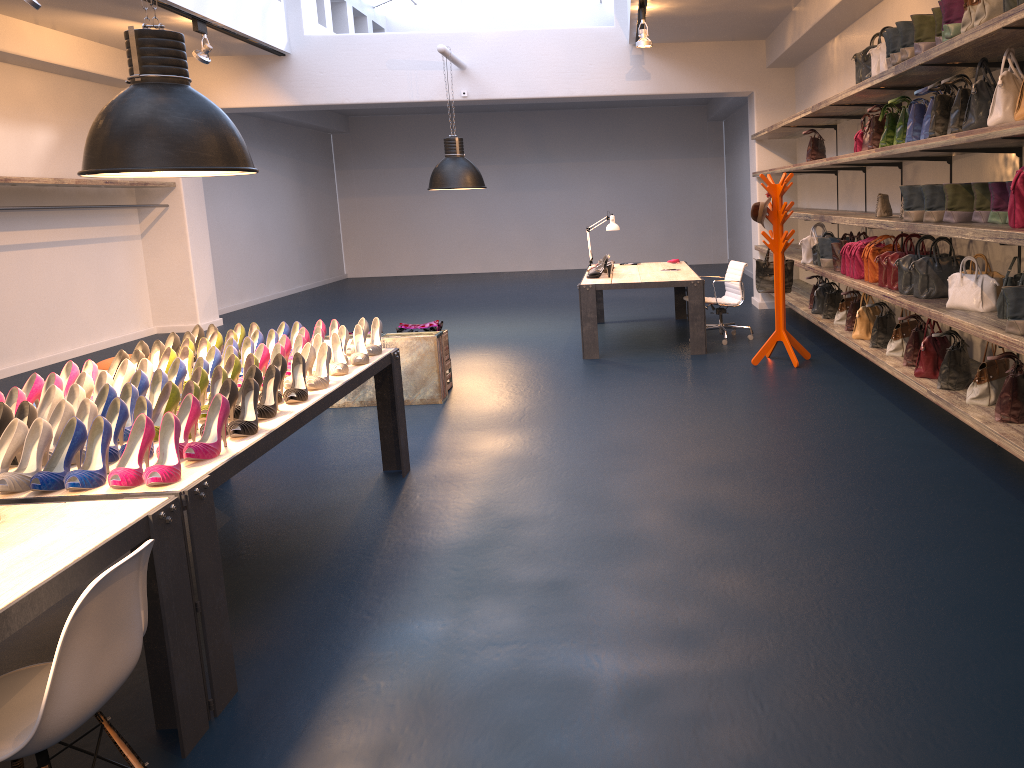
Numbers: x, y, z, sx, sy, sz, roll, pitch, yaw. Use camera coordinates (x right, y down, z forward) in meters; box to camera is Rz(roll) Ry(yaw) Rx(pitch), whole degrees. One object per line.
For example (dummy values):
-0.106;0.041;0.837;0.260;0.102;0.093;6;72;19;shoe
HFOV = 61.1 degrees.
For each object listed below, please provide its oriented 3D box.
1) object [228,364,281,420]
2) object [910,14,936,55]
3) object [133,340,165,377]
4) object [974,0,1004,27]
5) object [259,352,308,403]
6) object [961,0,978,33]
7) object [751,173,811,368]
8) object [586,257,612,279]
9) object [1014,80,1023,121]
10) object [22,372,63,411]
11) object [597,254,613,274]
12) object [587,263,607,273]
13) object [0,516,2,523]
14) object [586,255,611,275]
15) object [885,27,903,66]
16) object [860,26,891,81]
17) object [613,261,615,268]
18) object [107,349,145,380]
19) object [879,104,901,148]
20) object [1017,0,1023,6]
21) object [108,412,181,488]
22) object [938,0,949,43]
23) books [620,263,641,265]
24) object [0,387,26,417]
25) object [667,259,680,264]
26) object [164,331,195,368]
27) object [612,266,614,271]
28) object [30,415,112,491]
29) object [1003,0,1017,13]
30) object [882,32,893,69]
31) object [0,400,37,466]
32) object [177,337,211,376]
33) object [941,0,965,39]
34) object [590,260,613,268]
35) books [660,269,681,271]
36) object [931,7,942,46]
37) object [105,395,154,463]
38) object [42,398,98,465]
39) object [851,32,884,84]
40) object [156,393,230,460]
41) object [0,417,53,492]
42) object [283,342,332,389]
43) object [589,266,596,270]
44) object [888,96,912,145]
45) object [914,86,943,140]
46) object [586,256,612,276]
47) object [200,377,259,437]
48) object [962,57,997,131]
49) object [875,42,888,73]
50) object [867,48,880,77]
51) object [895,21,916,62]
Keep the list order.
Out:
-1.045;0.034;3.512;0.196;0.194;0.251;-1;11;12;object
2.519;-2.028;5.054;0.423;0.233;0.177;-3;10;-4;object
-1.841;-0.108;4.324;0.201;0.194;0.246;-2;11;4;object
2.382;-1.879;4.118;0.342;0.332;0.171;-1;10;12;object
-0.991;-0.025;3.783;0.204;0.194;0.242;-3;11;0;object
2.403;-1.914;4.282;0.342;0.332;0.171;-1;10;12;object
2.434;-1.042;7.908;0.415;1.714;0.479;2;10;30;object
0.906;-1.213;9.049;0.280;0.222;0.119;-3;9;0;object
2.398;-1.379;3.933;0.178;0.382;0.463;5;13;41;object
-1.944;0.068;3.504;0.197;0.194;0.250;-1;11;11;object
0.970;-1.305;9.475;0.288;0.222;0.116;-4;9;-9;object
0.956;-1.278;9.600;0.255;0.116;0.102;-1;10;5;object
-1.516;0.191;2.314;0.208;0.408;0.197;-5;9;-8;object
0.931;-1.274;9.337;0.288;0.222;0.116;-5;9;-10;object
2.539;-2.106;5.409;0.415;0.230;0.180;-2;10;2;object
2.688;-2.342;6.176;0.425;0.382;0.194;-3;9;1;object
1.059;-1.380;10.132;0.278;0.090;0.228;-1;11;6;object
-1.831;-0.049;4.041;0.196;0.194;0.251;-1;11;12;object
2.674;-1.810;6.109;0.182;0.320;0.411;5;13;42;object
2.338;-1.843;3.803;0.297;0.407;0.135;-4;9;-3;object
-1.138;0.205;2.713;0.204;0.194;0.241;-3;11;-2;object
2.502;-1.952;4.693;0.423;0.233;0.177;-3;10;-4;object
1.465;-1.484;10.732;0.216;0.017;0.189;2;13;20;books
-1.933;0.126;3.224;0.201;0.194;0.246;-2;11;4;object
2.013;-1.521;10.745;0.159;0.050;0.307;-2;12;1;object
-1.790;-0.168;4.602;0.201;0.194;0.246;-2;11;4;object
1.021;-1.327;9.824;0.251;0.116;0.104;-1;10;9;object
-1.362;0.216;2.698;0.201;0.194;0.246;-2;11;4;object
2.358;-1.845;3.945;0.297;0.349;0.135;-3;9;-3;object
2.563;-2.152;5.597;0.319;0.242;0.194;2;11;21;object
-1.746;0.174;2.965;0.202;0.194;0.244;-3;11;2;object
-1.613;-0.123;4.357;0.203;0.194;0.242;-3;11;0;object
2.416;-1.906;4.493;0.415;0.233;0.180;-2;10;2;object
1.072;-1.430;10.367;0.278;0.090;0.217;-2;11;2;object
1.762;-1.270;9.662;0.192;0.018;0.147;3;13;23;books
2.556;-1.990;4.867;0.417;0.233;0.179;-2;10;0;object
-1.337;0.156;2.981;0.206;0.194;0.240;-4;11;-4;object
-1.540;0.165;2.973;0.201;0.194;0.246;-2;11;4;object
2.694;-2.384;6.369;0.433;0.382;0.191;-4;9;-6;object
-1.093;0.148;2.980;0.200;0.194;0.253;0;11;15;object
-1.563;0.223;2.703;0.197;0.194;0.250;-1;11;10;object
-0.948;-0.083;4.053;0.196;0.194;0.251;-1;11;12;object
0.984;-1.303;9.716;0.264;0.116;0.099;-4;10;-8;object
2.644;-1.761;5.841;0.200;0.336;0.409;5;13;41;object
2.578;-1.649;5.318;0.200;0.336;0.409;5;13;41;object
0.918;-1.241;9.181;0.279;0.222;0.120;-2;9;1;object
-1.050;0.088;3.254;0.201;0.194;0.246;-2;11;4;object
2.471;-1.505;4.520;0.178;0.382;0.463;5;13;41;object
2.621;-2.227;5.766;0.431;0.328;0.192;-3;9;-4;object
2.646;-2.271;5.968;0.434;0.328;0.190;-4;9;-6;object
2.517;-2.070;5.239;0.426;0.230;0.176;-4;10;-7;object
